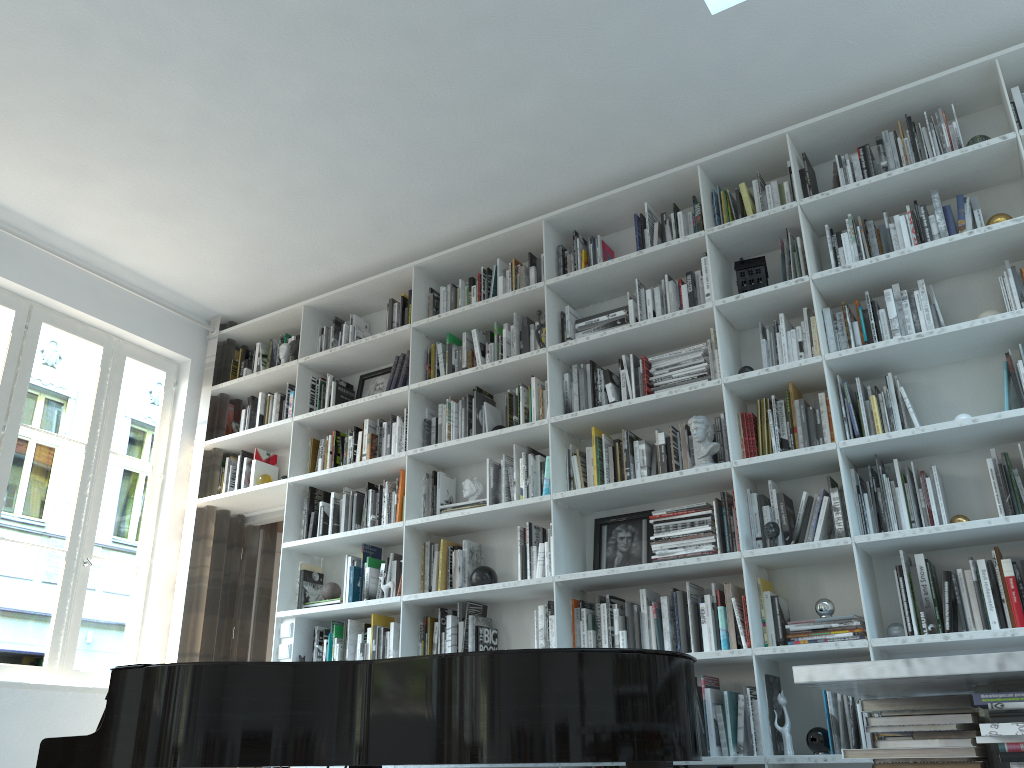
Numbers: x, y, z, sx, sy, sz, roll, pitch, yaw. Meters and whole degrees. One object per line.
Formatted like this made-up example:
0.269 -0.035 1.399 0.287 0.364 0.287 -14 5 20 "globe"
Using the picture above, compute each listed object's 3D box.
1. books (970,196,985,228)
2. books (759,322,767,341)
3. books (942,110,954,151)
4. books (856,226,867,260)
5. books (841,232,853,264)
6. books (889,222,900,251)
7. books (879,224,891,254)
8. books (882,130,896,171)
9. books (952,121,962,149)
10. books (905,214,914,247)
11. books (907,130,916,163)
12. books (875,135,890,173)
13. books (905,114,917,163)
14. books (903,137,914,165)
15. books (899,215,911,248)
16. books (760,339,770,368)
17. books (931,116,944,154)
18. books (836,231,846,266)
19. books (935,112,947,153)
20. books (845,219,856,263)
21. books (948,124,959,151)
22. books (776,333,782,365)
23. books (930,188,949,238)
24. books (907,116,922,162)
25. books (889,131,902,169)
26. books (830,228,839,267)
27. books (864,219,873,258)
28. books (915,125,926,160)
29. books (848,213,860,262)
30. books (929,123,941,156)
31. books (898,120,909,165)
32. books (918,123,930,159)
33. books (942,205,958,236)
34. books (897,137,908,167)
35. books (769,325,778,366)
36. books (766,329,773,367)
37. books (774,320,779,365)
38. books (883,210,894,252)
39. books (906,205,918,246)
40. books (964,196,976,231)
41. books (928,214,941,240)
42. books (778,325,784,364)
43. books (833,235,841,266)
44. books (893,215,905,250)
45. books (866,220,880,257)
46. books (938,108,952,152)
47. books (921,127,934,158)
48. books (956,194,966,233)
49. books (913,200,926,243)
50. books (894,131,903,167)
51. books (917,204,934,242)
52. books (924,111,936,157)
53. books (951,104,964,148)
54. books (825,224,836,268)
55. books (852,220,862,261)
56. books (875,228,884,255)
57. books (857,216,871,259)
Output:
1.898 -0.626 3.584 0.026 0.228 0.141 -14 -26 29 "books"
1.123 -0.115 3.893 0.019 0.284 0.160 -14 -26 29 "books"
1.853 -0.987 3.729 0.008 0.277 0.181 -14 -26 29 "books"
1.515 -0.535 3.791 0.012 0.234 0.166 -14 -26 29 "books"
1.459 -0.516 3.797 0.026 0.207 0.181 -14 -26 29 "books"
1.629 -0.553 3.729 0.025 0.215 0.144 -14 -26 29 "books"
1.599 -0.546 3.753 0.028 0.222 0.142 -14 -26 29 "books"
1.663 -0.937 3.858 0.024 0.291 0.168 -14 -26 29 "books"
1.880 -0.960 3.705 0.014 0.208 0.188 -14 -26 29 "books"
1.675 -0.573 3.690 0.011 0.221 0.159 -14 -26 29 "books"
1.733 -0.940 3.801 0.008 0.250 0.170 -14 -26 29 "books"
1.628 -0.923 3.845 0.028 0.257 0.185 -14 -26 29 "books"
1.738 -0.978 3.812 0.007 0.328 0.184 -14 -26 29 "books"
1.714 -0.919 3.786 0.018 0.200 0.189 -14 -26 29 "books"
1.654 -0.568 3.685 0.021 0.208 0.181 -14 -26 29 "books"
1.123 -0.078 3.851 0.028 0.184 0.182 -14 -26 29 "books"
1.827 -0.982 3.766 0.019 0.298 0.137 -14 -26 29 "books"
1.446 -0.521 3.831 0.026 0.242 0.148 -14 -26 29 "books"
1.848 -0.990 3.777 0.008 0.320 0.134 -14 -26 29 "books"
1.483 -0.550 3.816 0.011 0.282 0.173 -14 -26 29 "books"
1.871 -0.956 3.721 0.018 0.213 0.158 -14 -26 29 "books"
1.184 -0.097 3.837 0.023 0.206 0.171 -14 -26 29 "books"
1.770 -0.632 3.634 0.029 0.284 0.184 -14 -26 29 "books"
1.739 -0.972 3.788 0.015 0.298 0.183 -14 -26 29 "books"
1.686 -0.939 3.858 0.017 0.294 0.139 -14 -26 29 "books"
1.426 -0.527 3.862 0.011 0.278 0.134 -14 -26 29 "books"
1.547 -0.556 3.794 0.013 0.275 0.133 -14 -26 29 "books"
1.771 -0.958 3.797 0.012 0.279 0.144 -14 -26 29 "books"
1.490 -0.565 3.810 0.014 0.305 0.153 -14 -26 29 "books"
1.812 -0.962 3.761 0.014 0.257 0.150 -14 -26 29 "books"
1.712 -0.962 3.826 0.006 0.311 0.179 -14 -26 29 "books"
1.777 -0.959 3.788 0.008 0.273 0.163 -14 -26 29 "books"
1.803 -0.601 3.618 0.030 0.212 0.157 -14 -26 29 "books"
1.699 -0.924 3.812 0.018 0.230 0.160 -14 -26 29 "books"
1.162 -0.111 3.858 0.028 0.249 0.165 -14 -26 29 "books"
1.150 -0.102 3.869 0.024 0.241 0.160 -14 -26 29 "books"
1.175 -0.126 3.856 0.019 0.274 0.146 -14 -26 29 "books"
1.614 -0.579 3.752 0.013 0.283 0.155 -14 -26 29 "books"
1.685 -0.595 3.694 0.012 0.263 0.157 -14 -26 29 "books"
1.857 -0.618 3.585 0.048 0.215 0.183 -14 -26 29 "books"
1.754 -0.575 3.638 0.027 0.181 0.176 -14 -26 29 "books"
1.194 -0.115 3.831 0.023 0.235 0.179 -14 -26 29 "books"
1.433 -0.513 3.844 0.012 0.238 0.139 -14 -26 29 "books"
1.643 -0.571 3.712 0.023 0.236 0.149 -14 -26 29 "books"
1.552 -0.552 3.759 0.027 0.240 0.160 -14 -26 29 "books"
1.847 -0.991 3.742 0.013 0.295 0.189 -14 -26 29 "books"
1.791 -0.953 3.775 0.024 0.251 0.150 -14 -26 29 "books"
1.833 -0.624 3.592 0.054 0.234 0.172 -14 -26 29 "books"
1.718 -0.606 3.693 0.012 0.284 0.160 -14 -26 29 "books"
1.698 -0.940 3.843 0.007 0.284 0.160 -14 -26 29 "books"
1.727 -0.595 3.659 0.030 0.237 0.186 -14 -26 29 "books"
1.799 -0.984 3.771 0.008 0.305 0.183 -14 -26 29 "books"
1.889 -1.007 3.720 0.006 0.305 0.164 -14 -26 29 "books"
1.406 -0.534 3.852 0.012 0.284 0.160 -14 -26 29 "books"
1.500 -0.550 3.796 0.010 0.267 0.166 -14 -26 29 "books"
1.579 -0.538 3.759 0.014 0.214 0.132 -14 -26 29 "books"
1.530 -0.564 3.801 0.021 0.294 0.139 -14 -26 29 "books"
